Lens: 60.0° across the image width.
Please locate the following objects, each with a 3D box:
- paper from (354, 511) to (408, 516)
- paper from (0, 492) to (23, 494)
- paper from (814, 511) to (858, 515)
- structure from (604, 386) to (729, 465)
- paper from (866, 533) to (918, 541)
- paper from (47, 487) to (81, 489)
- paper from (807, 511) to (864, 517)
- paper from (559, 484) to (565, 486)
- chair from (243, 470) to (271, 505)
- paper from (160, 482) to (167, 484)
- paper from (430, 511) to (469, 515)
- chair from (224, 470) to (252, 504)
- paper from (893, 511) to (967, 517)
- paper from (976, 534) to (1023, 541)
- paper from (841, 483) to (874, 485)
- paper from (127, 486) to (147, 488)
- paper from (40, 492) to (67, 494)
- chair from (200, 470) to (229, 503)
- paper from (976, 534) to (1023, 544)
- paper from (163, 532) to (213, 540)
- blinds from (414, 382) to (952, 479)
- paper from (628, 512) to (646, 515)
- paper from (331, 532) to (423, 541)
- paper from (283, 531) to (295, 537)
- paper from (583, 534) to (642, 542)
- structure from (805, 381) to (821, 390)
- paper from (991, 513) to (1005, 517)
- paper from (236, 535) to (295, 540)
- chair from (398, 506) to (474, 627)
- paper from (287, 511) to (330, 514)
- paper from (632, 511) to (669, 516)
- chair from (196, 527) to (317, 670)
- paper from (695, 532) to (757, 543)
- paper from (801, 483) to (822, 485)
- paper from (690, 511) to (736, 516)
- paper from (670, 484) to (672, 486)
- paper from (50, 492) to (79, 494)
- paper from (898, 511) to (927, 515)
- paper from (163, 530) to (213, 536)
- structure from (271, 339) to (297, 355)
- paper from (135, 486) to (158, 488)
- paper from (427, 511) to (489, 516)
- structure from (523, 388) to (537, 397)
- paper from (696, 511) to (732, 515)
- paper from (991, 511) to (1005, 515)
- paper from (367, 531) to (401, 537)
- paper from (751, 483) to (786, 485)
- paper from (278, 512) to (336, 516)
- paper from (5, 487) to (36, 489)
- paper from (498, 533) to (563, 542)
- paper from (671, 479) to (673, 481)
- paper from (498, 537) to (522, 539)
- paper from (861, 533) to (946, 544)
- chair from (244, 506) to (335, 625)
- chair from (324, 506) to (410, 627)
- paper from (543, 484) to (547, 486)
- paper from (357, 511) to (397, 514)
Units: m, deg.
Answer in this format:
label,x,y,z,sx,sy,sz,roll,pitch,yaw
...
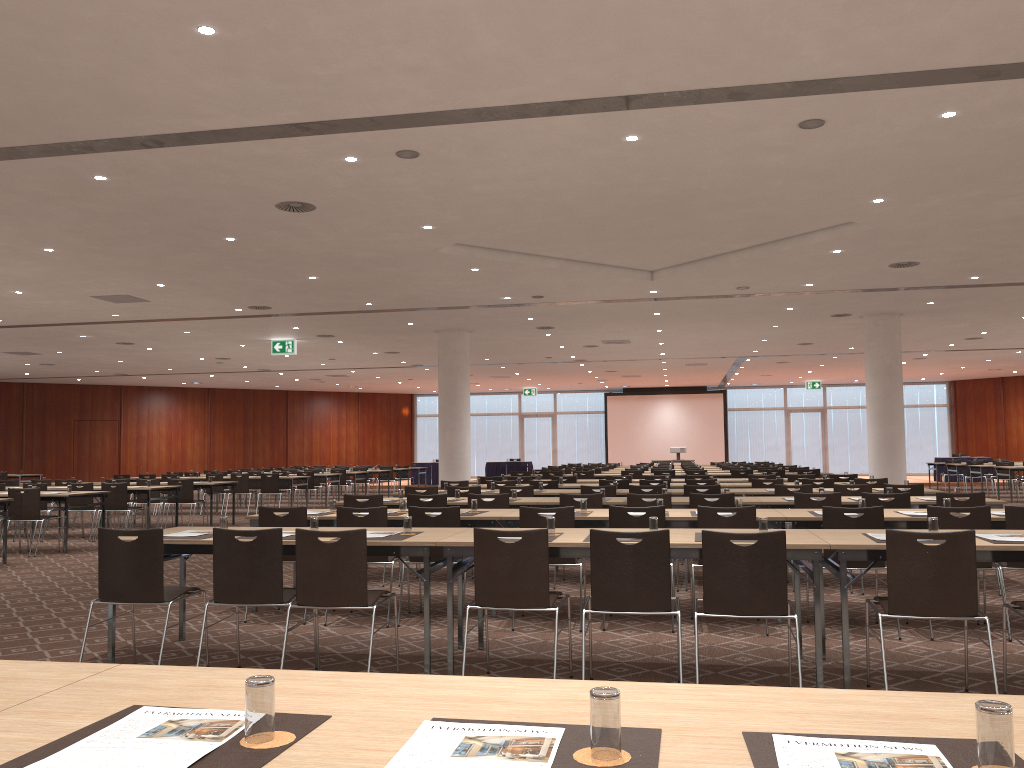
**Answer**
label,x,y,z,sx,sy,sz,roll,pitch,yaw
paper,-1.152,1.145,7.847,0.460,0.003,0.566,-1,-4,9
paper,-7.349,1.609,13.095,0.283,0.006,0.398,-1,-4,10
paper,2.626,1.047,7.202,0.283,0.006,0.398,-1,-4,10
structure,6.575,1.887,37.986,5.158,3.523,0.395,-1,-4,10
paper,2.293,0.906,5.264,0.283,0.006,0.398,-1,-4,10
paper,-7.559,1.764,15.080,0.460,0.003,0.566,-2,-4,11
paper,2.653,1.046,7.146,0.460,0.003,0.566,-2,-4,12
paper,0.559,1.555,13.607,0.460,0.003,0.566,-1,-4,7
chair,-6.902,2.793,24.062,0.535,0.939,0.614,-1,-4,8
paper,-6.592,1.892,16.939,0.460,0.003,0.566,-2,-4,11
paper,-0.559,1.130,7.788,0.283,0.006,0.398,-2,-4,12
chair,-7.506,2.815,24.255,0.535,0.939,0.614,-2,-4,12
paper,3.324,1.027,7.003,0.460,0.003,0.566,-1,-4,10
paper,2.891,0.891,5.155,0.283,0.006,0.398,-1,-4,8
paper,5.018,1.438,12.772,0.460,0.003,0.566,-2,-4,11
paper,-6.324,1.735,14.948,0.283,0.006,0.398,-1,-4,10
paper,-6.693,1.591,12.959,0.283,0.006,0.398,-1,-4,9
chair,-8.209,2.838,24.444,0.535,0.939,0.614,-2,-4,12
paper,2.933,0.889,5.089,0.460,0.003,0.566,-2,-4,13
paper,-2.144,1.018,5.978,0.460,0.003,0.566,-2,-4,14
blinds,6.728,2.123,38.330,22.853,3.814,0.115,-1,-4,10
paper,1.064,1.089,7.503,0.283,0.006,0.398,-2,-4,11
paper,-0.864,0.985,5.753,0.460,0.003,0.566,-1,-4,8
paper,-1.566,1.005,5.958,0.283,0.006,0.398,-2,-4,13
paper,0.694,0.946,5.483,0.460,0.003,0.566,-1,-4,10
structure,12.098,0.056,35.605,0.587,0.346,0.105,-1,-4,10
paper,3.971,1.013,6.909,0.460,0.003,0.566,-2,-4,14
paper,-1.518,1.003,5.884,0.460,0.003,0.566,-2,-4,13
chair,-0.588,1.460,7.258,0.535,0.939,0.614,-1,-4,12
paper,-1.833,1.165,8.050,0.283,0.006,0.398,-2,-4,12
paper,1.080,1.087,7.428,0.460,0.003,0.566,-1,-4,9
chair,-1.544,1.333,5.403,0.535,0.939,0.614,-1,-4,8
paper,1.346,0.931,5.385,0.460,0.003,0.566,-2,-4,12
paper,4.426,1.457,12.924,0.460,0.003,0.566,-1,-4,9
paper,1.711,1.071,7.322,0.460,0.003,0.566,-1,-4,10
paper,2.166,1.513,13.305,0.460,0.003,0.566,-2,-4,12
paper,-6.678,1.592,12.918,0.460,0.003,0.566,-1,-4,10
paper,3.270,1.030,7.082,0.283,0.006,0.398,-2,-4,11
paper,-2.196,1.022,6.076,0.283,0.006,0.398,-2,-4,11
structure,-5.294,-0.853,20.590,0.587,0.346,0.105,-1,-4,10
paper,-6.308,1.735,14.892,0.460,0.003,0.566,-1,-4,9
paper,-0.491,1.129,7.742,0.460,0.003,0.566,-2,-4,14
structure,0.774,0.350,37.681,0.587,0.346,0.105,-1,-4,10
paper,1.680,1.073,7.394,0.283,0.006,0.398,-1,-4,10
paper,3.916,1.014,6.971,0.283,0.006,0.398,-1,-4,10
paper,-0.916,0.989,5.842,0.283,0.006,0.398,-2,-4,12
paper,3.765,1.472,13.016,0.460,0.003,0.566,-1,-4,9
paper,-1.803,1.163,7.975,0.460,0.003,0.566,-2,-4,12
paper,-8.524,1.792,15.296,0.460,0.003,0.566,-2,-4,13
paper,0.061,0.960,5.568,0.460,0.003,0.566,-2,-4,11
paper,2.541,1.657,15.295,0.460,0.003,0.566,-1,-4,9
paper,0.049,0.962,5.651,0.283,0.006,0.398,-1,-4,9
paper,2.338,0.905,5.200,0.460,0.003,0.566,-2,-4,13
chair,-1.865,1.493,7.492,0.535,0.939,0.614,-1,-4,12
chair,-1.185,1.472,7.332,0.535,0.939,0.614,-1,-4,10
paper,0.524,1.557,13.687,0.283,0.006,0.398,-1,-4,10
paper,-1.207,1.148,7.933,0.283,0.006,0.398,-2,-4,11
